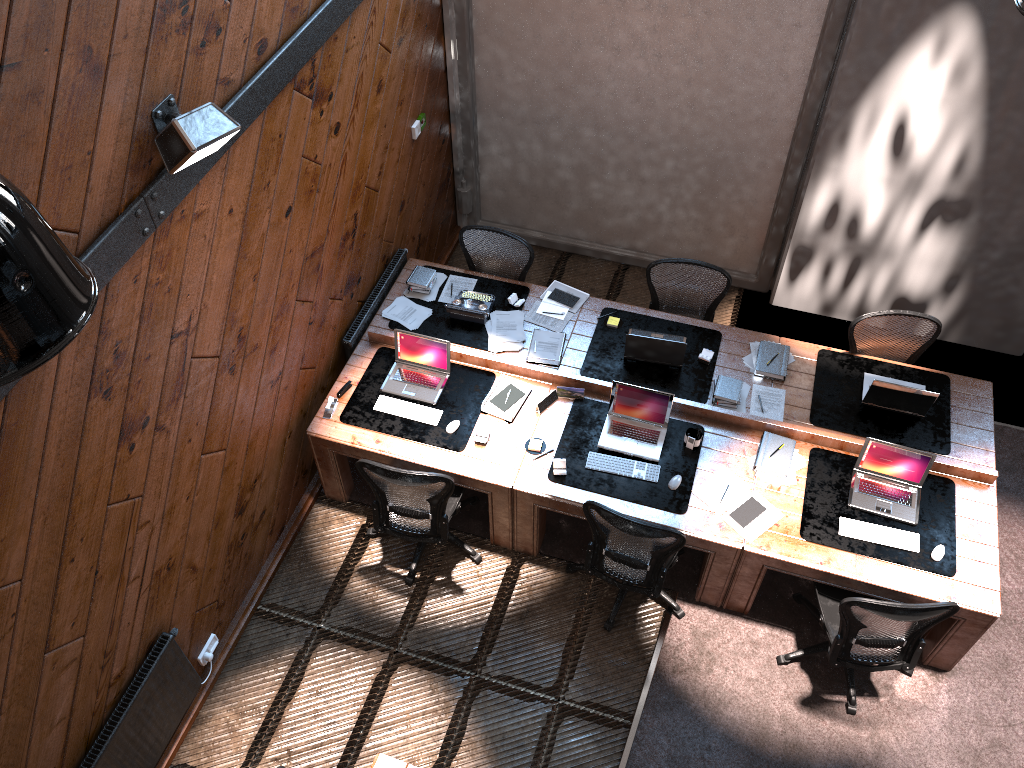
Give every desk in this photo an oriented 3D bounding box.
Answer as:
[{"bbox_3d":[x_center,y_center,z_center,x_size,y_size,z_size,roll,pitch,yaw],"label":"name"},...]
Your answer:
[{"bbox_3d":[0.926,0.358,5.945,4.117,0.840,1.748,13,51,12],"label":"desk"},{"bbox_3d":[-0.540,3.688,3.096,1.748,0.840,4.117,15,51,13],"label":"desk"}]

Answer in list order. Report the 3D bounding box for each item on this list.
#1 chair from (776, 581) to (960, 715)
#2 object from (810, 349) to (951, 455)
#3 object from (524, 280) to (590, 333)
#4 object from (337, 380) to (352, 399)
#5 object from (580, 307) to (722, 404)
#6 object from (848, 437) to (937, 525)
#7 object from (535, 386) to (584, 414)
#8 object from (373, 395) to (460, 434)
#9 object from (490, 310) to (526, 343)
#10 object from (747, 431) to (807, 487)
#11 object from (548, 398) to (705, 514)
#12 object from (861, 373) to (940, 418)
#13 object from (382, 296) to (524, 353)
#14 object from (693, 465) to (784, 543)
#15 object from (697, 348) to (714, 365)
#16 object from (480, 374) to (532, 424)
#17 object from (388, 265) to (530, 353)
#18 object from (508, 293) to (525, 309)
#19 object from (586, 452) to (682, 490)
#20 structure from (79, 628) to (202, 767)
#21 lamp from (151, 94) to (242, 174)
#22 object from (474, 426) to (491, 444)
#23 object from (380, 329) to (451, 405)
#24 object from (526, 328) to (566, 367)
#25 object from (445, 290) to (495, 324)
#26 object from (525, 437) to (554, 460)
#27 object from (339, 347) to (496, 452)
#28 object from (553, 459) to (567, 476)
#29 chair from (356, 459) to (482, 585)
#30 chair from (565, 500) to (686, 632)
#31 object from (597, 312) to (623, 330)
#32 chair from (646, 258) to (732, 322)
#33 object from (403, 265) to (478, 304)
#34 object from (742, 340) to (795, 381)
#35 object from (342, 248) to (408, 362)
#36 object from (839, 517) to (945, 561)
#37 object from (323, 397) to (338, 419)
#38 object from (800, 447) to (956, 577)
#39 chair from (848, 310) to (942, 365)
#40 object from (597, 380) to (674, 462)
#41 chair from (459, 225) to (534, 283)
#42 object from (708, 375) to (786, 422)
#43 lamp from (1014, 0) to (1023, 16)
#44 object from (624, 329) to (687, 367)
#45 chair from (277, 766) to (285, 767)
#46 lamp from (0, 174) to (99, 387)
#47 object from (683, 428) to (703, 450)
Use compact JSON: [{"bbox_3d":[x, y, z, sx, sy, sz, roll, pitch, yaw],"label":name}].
[{"bbox_3d":[1.963,1.269,4.989,0.770,1.085,0.792,-10,50,-8],"label":"chair"},{"bbox_3d":[2.378,0.100,5.712,0.848,0.008,0.687,13,51,12],"label":"object"},{"bbox_3d":[0.316,-0.555,6.283,0.304,0.017,0.467,24,54,20],"label":"object"},{"bbox_3d":[-1.092,0.034,5.782,0.022,0.042,0.134,26,54,21],"label":"object"},{"bbox_3d":[0.948,-0.206,5.991,0.848,0.008,0.687,13,51,12],"label":"object"},{"bbox_3d":[2.196,0.561,5.128,0.390,0.283,0.323,15,51,13],"label":"object"},{"bbox_3d":[0.297,0.078,5.702,0.347,0.083,0.129,-18,52,-14],"label":"object"},{"bbox_3d":[-0.602,0.185,5.648,0.577,0.040,0.139,16,51,14],"label":"object"},{"bbox_3d":[-0.030,-0.401,6.148,0.246,0.002,0.315,-2,49,-1],"label":"object"},{"bbox_3d":[1.610,0.459,5.373,0.325,0.065,0.363,26,54,21],"label":"object"},{"bbox_3d":[0.712,0.422,5.453,0.848,0.008,0.687,13,51,12],"label":"object"},{"bbox_3d":[2.439,-0.002,5.574,0.380,0.288,0.320,14,51,12],"label":"object"},{"bbox_3d":[-0.406,-0.413,6.169,1.058,0.002,0.356,12,51,11],"label":"object"},{"bbox_3d":[1.322,0.692,5.203,0.304,0.017,0.467,-32,56,-24],"label":"object"},{"bbox_3d":[1.299,-0.192,5.930,0.082,0.063,0.106,24,54,19],"label":"object"},{"bbox_3d":[-0.037,0.091,5.712,0.229,0.060,0.316,20,52,17],"label":"object"},{"bbox_3d":[-0.367,-0.545,6.296,0.848,0.008,0.687,13,51,12],"label":"object"},{"bbox_3d":[0.033,-0.590,6.283,0.106,0.063,0.082,28,55,22],"label":"object"},{"bbox_3d":[0.735,0.515,5.350,0.577,0.040,0.139,13,51,11],"label":"object"},{"bbox_3d":[-1.944,1.850,4.576,0.073,0.628,1.064,14,51,12],"label":"structure"},{"bbox_3d":[-1.346,-1.034,3.752,0.283,0.287,0.328,13,51,12],"label":"lamp"},{"bbox_3d":[-0.187,0.322,5.512,0.082,0.063,0.106,11,50,10],"label":"object"},{"bbox_3d":[-0.628,-0.111,5.737,0.390,0.283,0.323,14,51,12],"label":"object"},{"bbox_3d":[0.234,-0.264,6.015,0.229,0.060,0.316,8,50,8],"label":"object"},{"bbox_3d":[-0.281,-0.572,6.225,0.322,0.116,0.290,12,50,11],"label":"object"},{"bbox_3d":[0.153,0.384,5.478,0.158,0.026,0.154,-24,53,-19],"label":"object"},{"bbox_3d":[-0.603,0.083,5.759,0.848,0.008,0.687,13,51,12],"label":"object"},{"bbox_3d":[0.288,0.506,5.339,0.082,0.063,0.106,0,49,0],"label":"object"},{"bbox_3d":[-0.594,0.650,5.548,0.770,1.085,0.792,-3,49,-2],"label":"chair"},{"bbox_3d":[0.722,0.898,5.321,0.770,1.085,0.792,5,50,5],"label":"chair"},{"bbox_3d":[0.698,-0.440,6.175,0.158,0.026,0.154,-20,52,-16],"label":"object"},{"bbox_3d":[1.214,-0.310,6.355,0.770,1.085,0.792,-3,49,-2],"label":"chair"},{"bbox_3d":[-0.519,-0.726,6.377,0.478,0.098,0.319,12,51,11],"label":"object"},{"bbox_3d":[1.722,-0.186,5.926,0.325,0.065,0.363,22,53,18],"label":"object"},{"bbox_3d":[-0.958,-0.462,6.554,0.073,0.628,1.064,14,51,12],"label":"object"},{"bbox_3d":[2.150,0.871,5.029,0.577,0.040,0.139,14,51,12],"label":"object"},{"bbox_3d":[-1.168,0.141,5.678,0.054,0.064,0.159,8,50,7],"label":"object"},{"bbox_3d":[2.142,0.728,5.175,0.848,0.008,0.687,13,51,12],"label":"object"},{"bbox_3d":[2.538,0.068,6.016,0.770,1.085,0.792,-10,50,-8],"label":"chair"},{"bbox_3d":[0.751,0.227,5.395,0.380,0.288,0.320,14,51,12],"label":"object"},{"bbox_3d":[-0.162,-0.571,6.595,0.770,1.085,0.792,5,50,5],"label":"chair"},{"bbox_3d":[1.514,0.075,5.682,0.478,0.098,0.319,12,51,11],"label":"object"},{"bbox_3d":[1.764,-1.907,1.806,0.445,2.372,0.445,-19,52,-15],"label":"lamp"},{"bbox_3d":[0.965,-0.316,5.895,0.390,0.283,0.323,10,50,9],"label":"object"},{"bbox_3d":[-0.949,2.274,4.156,0.792,1.085,0.770,5,50,5],"label":"chair"},{"bbox_3d":[-1.118,-0.917,0.970,0.445,2.372,0.445,24,54,20],"label":"lamp"},{"bbox_3d":[1.111,0.335,5.446,0.099,0.138,0.078,23,53,19],"label":"object"}]
